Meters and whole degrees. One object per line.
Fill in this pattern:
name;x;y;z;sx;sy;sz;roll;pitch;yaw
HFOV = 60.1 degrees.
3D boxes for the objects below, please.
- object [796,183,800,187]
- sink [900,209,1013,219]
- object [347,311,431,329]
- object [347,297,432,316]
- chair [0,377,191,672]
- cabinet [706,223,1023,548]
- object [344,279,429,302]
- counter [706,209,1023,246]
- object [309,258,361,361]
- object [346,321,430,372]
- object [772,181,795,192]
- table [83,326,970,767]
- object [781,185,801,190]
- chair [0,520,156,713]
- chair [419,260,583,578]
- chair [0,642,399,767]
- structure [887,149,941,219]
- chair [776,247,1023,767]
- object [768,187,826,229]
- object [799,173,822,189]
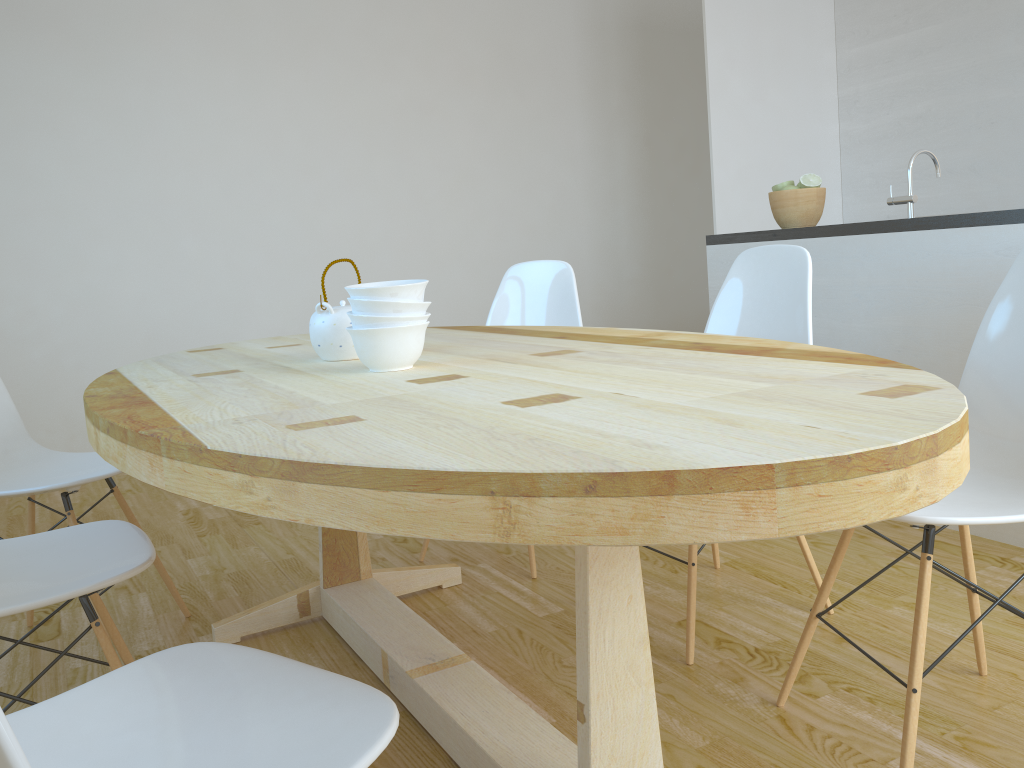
object;1.111;-0.721;3.320;0.086;0.098;0.102;-5;6;-7
sink;1.494;-0.482;2.913;0.403;0.156;0.407;-2;8;13
object;-0.221;-0.091;1.612;0.151;0.092;0.153;-3;7;11
object;-0.220;-0.115;1.611;0.151;0.095;0.153;-5;7;-12
chair;-1.176;0.237;2.193;0.523;0.897;0.432;-4;5;2
cabinet;1.644;-0.032;2.653;0.602;0.904;2.408;-7;8;-28
object;-0.224;-0.142;1.606;0.152;0.086;0.153;-4;7;0
counter;1.611;-0.502;2.616;0.602;0.040;2.408;-8;9;-28
object;-0.343;-0.161;1.876;0.178;0.210;0.147;-7;7;-29
object;-0.223;-0.068;1.614;0.152;0.082;0.153;-3;7;11
object;1.029;-0.734;3.357;0.086;0.065;0.084;-6;7;-16
table;-0.157;0.312;1.770;1.197;0.721;2.196;-8;9;-29
object;1.041;-0.695;3.282;0.097;0.085;0.082;-1;7;26
chair;-0.828;0.322;1.416;0.525;0.897;0.431;-7;6;-28
chair;-0.009;0.066;2.815;0.429;0.897;0.526;-1;6;32
chair;-0.360;0.375;0.814;0.430;0.897;0.526;0;7;37
structure;1.286;-0.636;2.824;0.163;0.214;0.097;-7;6;-28
chair;0.778;0.191;1.545;0.523;0.897;0.432;-5;5;-8
object;1.069;-0.653;3.312;0.205;0.141;0.206;-1;8;23
object;1.093;-0.738;3.245;0.077;0.071;0.074;-4;6;-3
